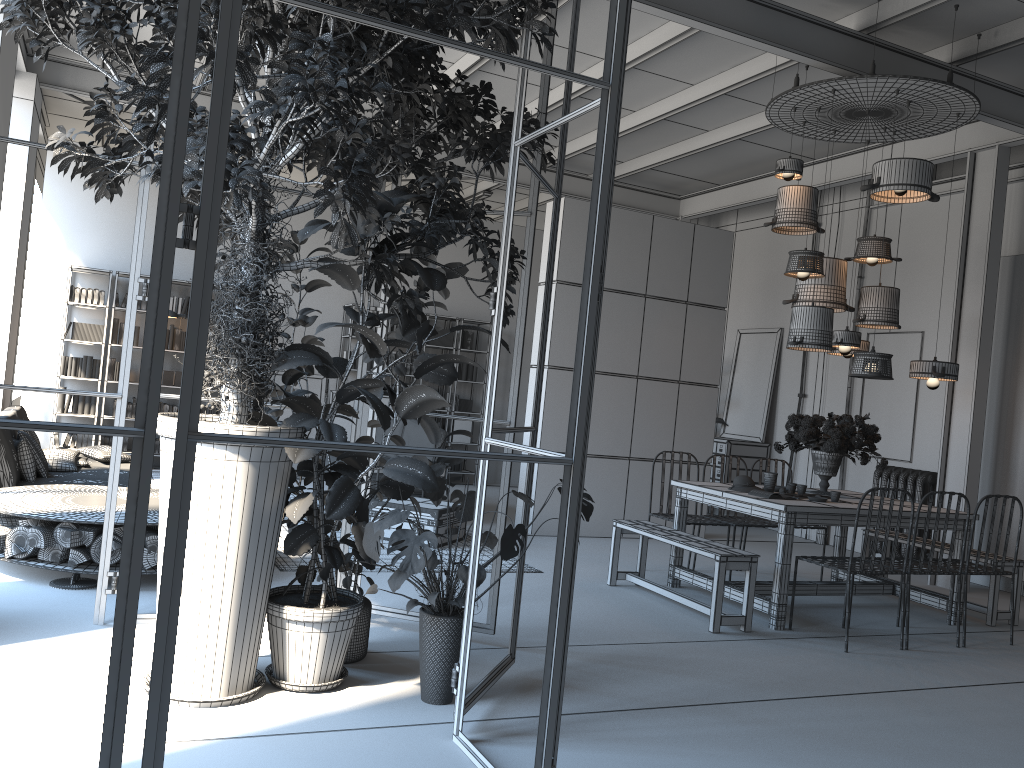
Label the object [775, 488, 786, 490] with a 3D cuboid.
[{"bbox_3d":[1.979,0.780,6.585,0.211,0.024,0.211,6,-1,18],"label":"object"}]

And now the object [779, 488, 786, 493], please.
[{"bbox_3d":[1.914,0.756,6.276,0.051,0.045,0.045,5,-1,43],"label":"object"}]

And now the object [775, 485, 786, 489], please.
[{"bbox_3d":[2.005,0.777,6.586,0.135,0.029,0.135,6,-1,-32],"label":"object"}]

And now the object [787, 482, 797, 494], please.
[{"bbox_3d":[2.008,0.749,6.365,0.071,0.076,0.071,6,-1,-28],"label":"object"}]

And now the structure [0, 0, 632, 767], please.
[{"bbox_3d":[-0.992,-0.429,3.394,2.994,3.454,2.452,6,-1,-25],"label":"structure"}]

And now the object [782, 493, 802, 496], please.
[{"bbox_3d":[1.989,0.774,6.173,0.249,0.017,0.024,6,-1,-15],"label":"object"}]

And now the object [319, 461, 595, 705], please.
[{"bbox_3d":[-0.242,0.851,3.823,1.125,1.001,0.920,6,-1,-28],"label":"object"}]

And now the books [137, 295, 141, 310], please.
[{"bbox_3d":[-4.424,-0.956,10.509,0.040,0.174,0.240,6,-1,-25],"label":"books"}]

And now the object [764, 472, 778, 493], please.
[{"bbox_3d":[1.864,0.712,6.408,0.102,0.146,0.102,5,-1,30],"label":"object"}]

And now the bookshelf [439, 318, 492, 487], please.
[{"bbox_3d":[-0.684,0.254,12.283,0.455,2.276,0.455,6,-1,-25],"label":"bookshelf"}]

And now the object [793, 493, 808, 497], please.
[{"bbox_3d":[2.000,0.771,6.152,0.173,0.026,0.021,6,-1,-41],"label":"object"}]

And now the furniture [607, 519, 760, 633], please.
[{"bbox_3d":[1.107,1.258,5.961,0.300,0.478,1.260,6,-1,-25],"label":"furniture"}]

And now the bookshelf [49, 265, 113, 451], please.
[{"bbox_3d":[-5.011,-0.201,10.310,0.455,2.276,0.455,6,-1,-25],"label":"bookshelf"}]

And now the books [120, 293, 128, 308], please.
[{"bbox_3d":[-4.551,-0.972,10.434,0.089,0.183,0.269,6,-1,-23],"label":"books"}]

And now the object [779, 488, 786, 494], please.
[{"bbox_3d":[1.901,0.754,6.228,0.044,0.043,0.043,5,-1,37],"label":"object"}]

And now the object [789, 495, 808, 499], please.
[{"bbox_3d":[1.994,0.791,6.266,0.213,0.012,0.335,5,-1,42],"label":"object"}]

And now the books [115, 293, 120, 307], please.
[{"bbox_3d":[-4.638,-0.978,10.409,0.067,0.174,0.240,6,-1,-26],"label":"books"}]

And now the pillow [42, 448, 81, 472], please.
[{"bbox_3d":[-3.928,0.654,7.598,0.406,0.190,0.359,6,-1,-25],"label":"pillow"}]

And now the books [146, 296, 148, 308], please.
[{"bbox_3d":[-4.325,-0.950,10.539,0.047,0.182,0.270,6,-1,-25],"label":"books"}]

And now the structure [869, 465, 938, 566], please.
[{"bbox_3d":[3.846,1.328,8.743,0.328,1.007,0.733,6,-1,-25],"label":"structure"}]

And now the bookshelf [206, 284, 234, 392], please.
[{"bbox_3d":[-3.645,-0.058,10.909,0.455,2.276,0.455,6,-1,-25],"label":"bookshelf"}]

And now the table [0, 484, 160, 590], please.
[{"bbox_3d":[-2.524,0.942,5.718,1.709,0.387,1.708,6,-1,-33],"label":"table"}]

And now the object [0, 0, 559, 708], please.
[{"bbox_3d":[-1.004,-0.811,3.853,2.486,4.154,2.243,5,-1,37],"label":"object"}]

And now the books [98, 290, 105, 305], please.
[{"bbox_3d":[-4.773,-0.985,10.311,0.062,0.195,0.266,6,-1,-25],"label":"books"}]

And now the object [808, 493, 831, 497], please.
[{"bbox_3d":[2.221,0.814,6.499,0.179,0.016,0.182,6,-1,-20],"label":"object"}]

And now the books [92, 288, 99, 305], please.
[{"bbox_3d":[-4.830,-1.003,10.284,0.062,0.195,0.266,6,-1,-25],"label":"books"}]

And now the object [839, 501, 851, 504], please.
[{"bbox_3d":[2.299,0.820,6.167,0.021,0.014,0.174,6,-1,-30],"label":"object"}]

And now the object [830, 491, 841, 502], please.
[{"bbox_3d":[2.239,0.782,6.143,0.071,0.076,0.071,5,-1,22],"label":"object"}]

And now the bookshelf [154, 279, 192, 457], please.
[{"bbox_3d":[-4.111,-0.106,10.729,0.455,2.276,0.455,6,-1,-25],"label":"bookshelf"}]

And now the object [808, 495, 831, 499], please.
[{"bbox_3d":[2.227,0.815,6.414,0.185,0.014,0.182,6,-1,-41],"label":"object"}]

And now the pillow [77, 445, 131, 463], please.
[{"bbox_3d":[-3.933,0.684,8.603,0.375,0.177,0.407,5,-1,25],"label":"pillow"}]

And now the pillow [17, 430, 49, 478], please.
[{"bbox_3d":[-3.884,0.574,7.187,0.252,0.404,0.512,6,-1,-28],"label":"pillow"}]

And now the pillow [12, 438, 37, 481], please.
[{"bbox_3d":[-3.831,0.612,6.938,0.186,0.404,0.394,6,-1,-36],"label":"pillow"}]

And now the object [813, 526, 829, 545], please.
[{"bbox_3d":[3.471,1.525,9.839,0.206,0.647,0.173,6,-1,10],"label":"object"}]

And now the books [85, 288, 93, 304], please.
[{"bbox_3d":[-4.889,-1.005,10.257,0.062,0.195,0.266,6,-1,-25],"label":"books"}]

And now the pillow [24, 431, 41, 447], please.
[{"bbox_3d":[-4.378,0.524,8.073,0.190,0.357,0.422,6,-1,-25],"label":"pillow"}]

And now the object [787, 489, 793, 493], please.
[{"bbox_3d":[1.955,0.756,6.236,0.043,0.050,0.044,6,-1,-7],"label":"object"}]

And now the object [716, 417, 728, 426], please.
[{"bbox_3d":[2.066,0.564,11.525,1.270,2.157,0.868,6,-1,-24],"label":"object"}]

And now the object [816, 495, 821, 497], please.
[{"bbox_3d":[2.157,0.793,6.189,0.054,0.037,0.121,5,-1,44],"label":"object"}]

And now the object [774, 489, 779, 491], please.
[{"bbox_3d":[1.978,0.785,6.584,0.211,0.024,0.211,6,-1,-6],"label":"object"}]

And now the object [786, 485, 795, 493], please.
[{"bbox_3d":[1.978,0.751,6.299,0.065,0.064,0.065,6,-1,-40],"label":"object"}]

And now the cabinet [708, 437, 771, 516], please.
[{"bbox_3d":[2.633,1.194,11.014,0.668,1.026,0.796,6,-1,-25],"label":"cabinet"}]

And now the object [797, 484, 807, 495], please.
[{"bbox_3d":[2.051,0.752,6.279,0.071,0.076,0.071,6,-1,0],"label":"object"}]

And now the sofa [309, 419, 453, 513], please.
[{"bbox_3d":[-1.423,0.798,9.111,0.952,0.948,2.347,6,-1,-25],"label":"sofa"}]

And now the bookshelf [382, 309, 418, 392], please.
[{"bbox_3d":[-1.593,0.158,11.860,0.455,2.276,0.455,6,-1,-25],"label":"bookshelf"}]

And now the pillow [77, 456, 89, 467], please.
[{"bbox_3d":[-3.989,0.689,7.843,0.453,0.157,0.488,6,-1,-25],"label":"pillow"}]

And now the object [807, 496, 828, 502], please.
[{"bbox_3d":[2.085,0.788,6.053,0.133,0.029,0.133,5,-1,23],"label":"object"}]

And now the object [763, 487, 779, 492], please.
[{"bbox_3d":[1.975,0.791,6.575,0.236,0.015,0.236,5,-1,38],"label":"object"}]

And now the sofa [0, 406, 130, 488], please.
[{"bbox_3d":[-4.053,0.640,8.143,1.206,0.734,3.193,6,-1,-25],"label":"sofa"}]

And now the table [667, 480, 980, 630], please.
[{"bbox_3d":[2.214,1.230,6.473,1.784,0.819,1.239,6,-1,-25],"label":"table"}]

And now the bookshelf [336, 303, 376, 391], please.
[{"bbox_3d":[-2.044,0.111,11.670,0.455,2.276,0.455,6,-1,-25],"label":"bookshelf"}]

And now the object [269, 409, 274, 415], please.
[{"bbox_3d":[-2.405,0.506,8.221,0.443,0.709,0.194,6,-1,15],"label":"object"}]

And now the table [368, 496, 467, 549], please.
[{"bbox_3d":[-0.781,1.176,7.583,0.706,0.330,0.667,5,-1,20],"label":"table"}]

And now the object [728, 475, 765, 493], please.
[{"bbox_3d":[1.659,0.756,6.312,0.260,0.211,0.236,6,-1,-7],"label":"object"}]

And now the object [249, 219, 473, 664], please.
[{"bbox_3d":[-0.752,0.214,4.404,1.253,2.183,1.309,6,-1,-14],"label":"object"}]

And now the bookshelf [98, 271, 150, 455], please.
[{"bbox_3d":[-4.554,-0.153,10.483,0.455,2.276,0.455,6,-1,-25],"label":"bookshelf"}]

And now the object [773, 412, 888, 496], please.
[{"bbox_3d":[2.383,0.510,6.759,0.697,0.654,0.782,6,-1,-23],"label":"object"}]

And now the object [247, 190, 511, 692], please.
[{"bbox_3d":[-0.662,0.206,3.754,1.270,2.157,0.868,6,-1,6],"label":"object"}]

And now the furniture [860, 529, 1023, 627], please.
[{"bbox_3d":[3.320,1.491,6.963,0.300,0.478,1.260,6,-1,-25],"label":"furniture"}]

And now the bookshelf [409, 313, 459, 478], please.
[{"bbox_3d":[-1.132,0.207,12.081,0.455,2.276,0.455,6,-1,-25],"label":"bookshelf"}]
